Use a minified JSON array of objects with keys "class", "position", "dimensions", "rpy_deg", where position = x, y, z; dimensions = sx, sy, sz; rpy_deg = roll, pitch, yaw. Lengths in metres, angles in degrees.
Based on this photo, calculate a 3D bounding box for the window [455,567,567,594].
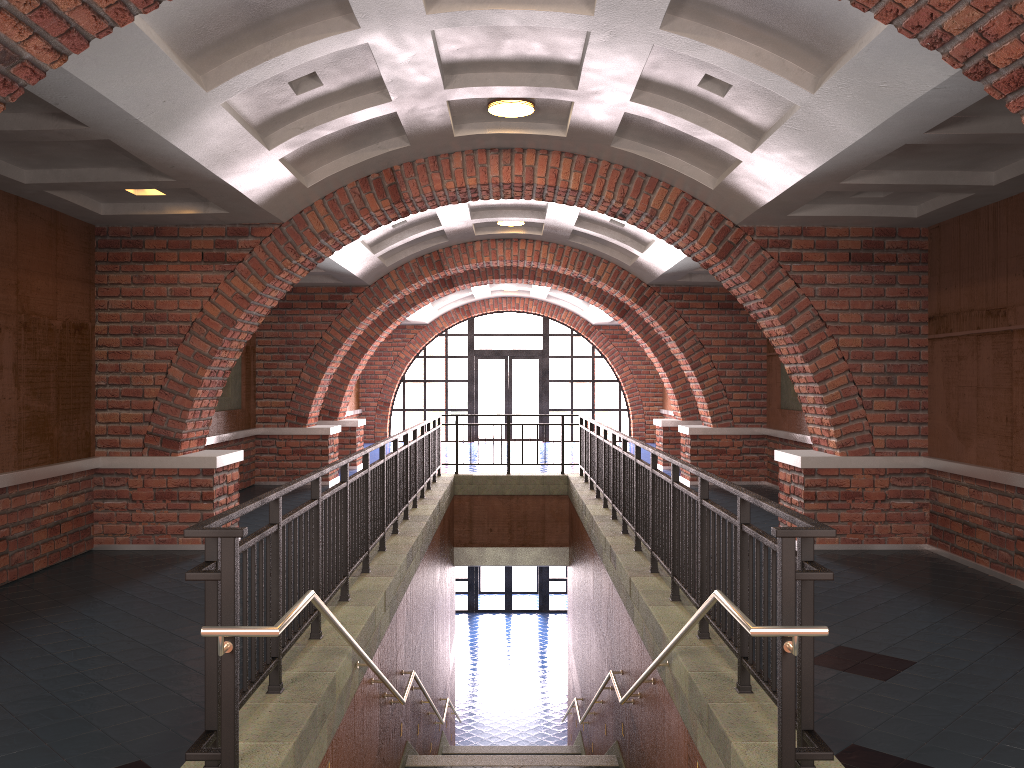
[{"class":"window","position":[-0.023,2.356,14.009],"dimensions":[3.558,1.944,0.056],"rpy_deg":[0,0,0]}]

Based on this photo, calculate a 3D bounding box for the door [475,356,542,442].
[{"class":"door","position":[-0.050,0.213,12.879],"dimensions":[0.982,1.252,0.022],"rpy_deg":[0,0,0]}]

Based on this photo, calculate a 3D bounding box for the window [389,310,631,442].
[{"class":"window","position":[-0.021,-0.105,12.875],"dimensions":[3.558,1.944,0.056],"rpy_deg":[0,0,0]}]

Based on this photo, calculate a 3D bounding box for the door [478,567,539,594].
[{"class":"door","position":[-0.052,2.703,14.012],"dimensions":[0.982,1.252,0.022],"rpy_deg":[0,0,0]}]

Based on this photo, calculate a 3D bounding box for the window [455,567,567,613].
[{"class":"window","position":[-0.021,2.358,12.877],"dimensions":[3.558,1.944,0.056],"rpy_deg":[0,0,0]}]

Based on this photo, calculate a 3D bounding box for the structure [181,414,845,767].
[{"class":"structure","position":[-0.003,1.855,4.738],"dimensions":[1.380,3.172,6.259],"rpy_deg":[0,0,0]}]

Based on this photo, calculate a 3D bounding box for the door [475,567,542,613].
[{"class":"door","position":[-0.050,2.705,12.881],"dimensions":[0.982,1.252,0.022],"rpy_deg":[0,0,0]}]
